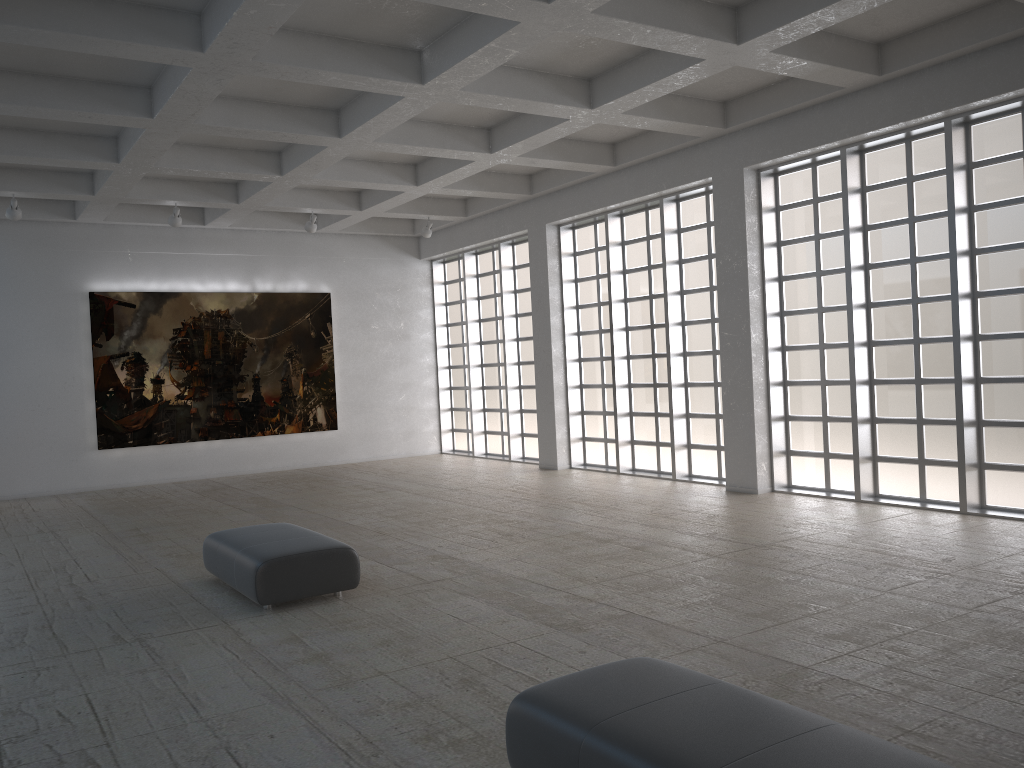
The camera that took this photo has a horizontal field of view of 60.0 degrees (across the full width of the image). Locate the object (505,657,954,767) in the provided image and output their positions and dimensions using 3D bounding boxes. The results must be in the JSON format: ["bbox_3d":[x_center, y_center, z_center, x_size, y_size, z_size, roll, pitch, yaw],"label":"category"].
[{"bbox_3d":[1.414,2.705,6.072,1.616,0.828,3.044,-4,1,-33],"label":"object"}]

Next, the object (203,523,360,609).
[{"bbox_3d":[-3.732,2.811,14.080,1.616,0.828,3.044,-4,1,-33],"label":"object"}]
